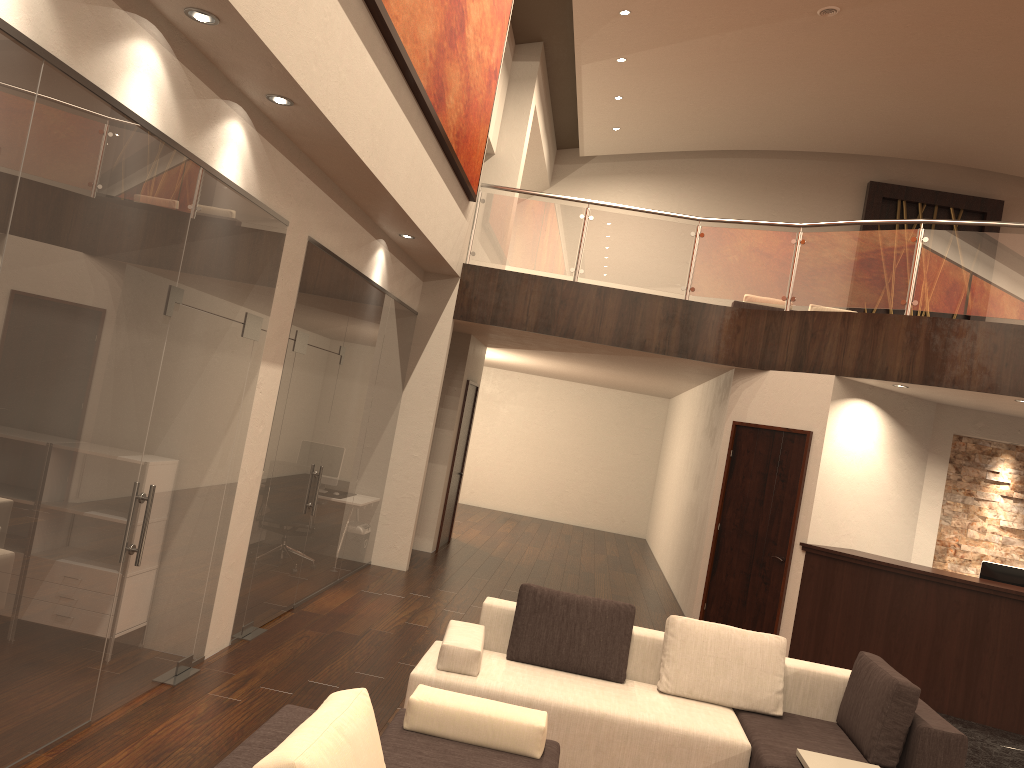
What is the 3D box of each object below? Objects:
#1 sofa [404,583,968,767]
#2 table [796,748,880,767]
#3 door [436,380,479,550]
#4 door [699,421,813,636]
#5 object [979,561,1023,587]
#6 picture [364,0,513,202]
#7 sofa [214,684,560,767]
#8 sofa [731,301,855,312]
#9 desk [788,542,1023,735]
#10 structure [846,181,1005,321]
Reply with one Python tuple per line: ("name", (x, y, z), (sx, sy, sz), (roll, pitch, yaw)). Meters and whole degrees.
("sofa", (0.885, 1.769, 4.933), (2.846, 0.862, 1.291), (10, -2, 6))
("table", (1.557, 2.066, 4.193), (0.400, 0.460, 0.400), (10, -2, 6))
("door", (-0.740, 1.072, 11.994), (0.104, 2.232, 0.990), (10, -2, 6))
("door", (2.443, 1.525, 8.962), (0.104, 2.232, 0.990), (12, -3, -34))
("object", (4.512, 1.901, 8.077), (0.483, 0.485, 0.189), (9, -3, 21))
("picture", (-0.488, -3.379, 6.312), (0.070, 2.526, 6.485), (10, -2, 6))
("sofa", (0.347, 1.563, 2.369), (2.586, 0.862, 3.366), (10, -2, 6))
("sofa", (3.927, -0.777, 13.990), (3.366, 0.862, 2.586), (10, -2, 6))
("desk", (6.111, 2.683, 7.797), (7.146, 1.171, 1.674), (10, -2, 7))
("structure", (7.839, -1.649, 17.135), (2.524, 4.236, 0.187), (10, -2, 6))
